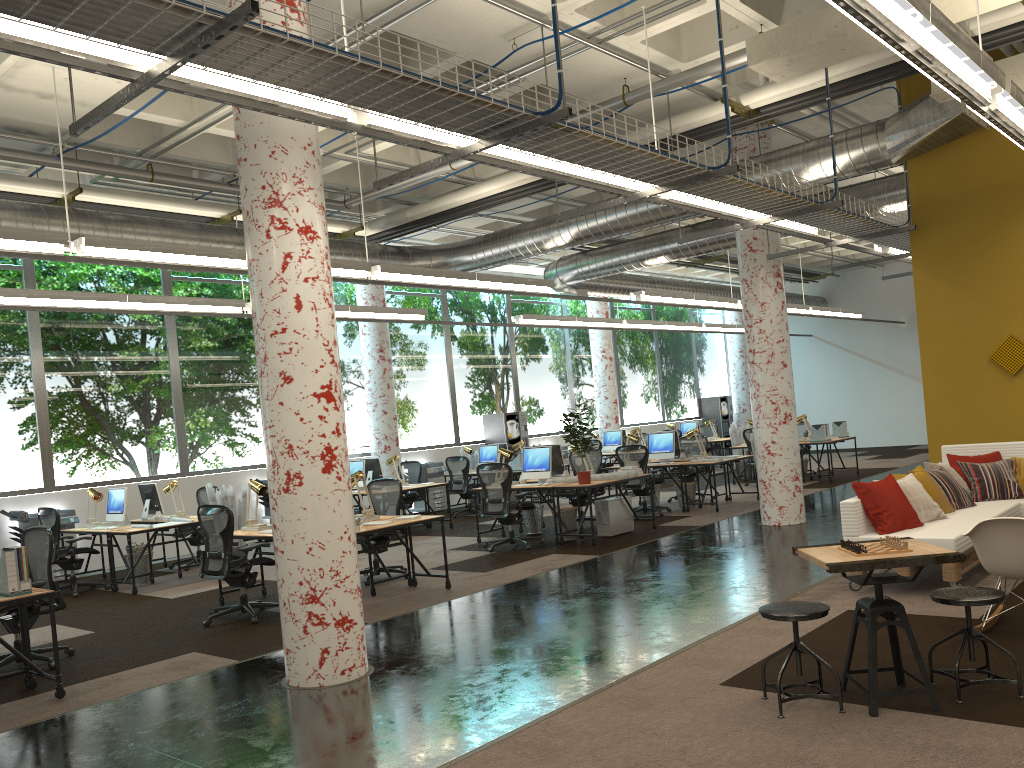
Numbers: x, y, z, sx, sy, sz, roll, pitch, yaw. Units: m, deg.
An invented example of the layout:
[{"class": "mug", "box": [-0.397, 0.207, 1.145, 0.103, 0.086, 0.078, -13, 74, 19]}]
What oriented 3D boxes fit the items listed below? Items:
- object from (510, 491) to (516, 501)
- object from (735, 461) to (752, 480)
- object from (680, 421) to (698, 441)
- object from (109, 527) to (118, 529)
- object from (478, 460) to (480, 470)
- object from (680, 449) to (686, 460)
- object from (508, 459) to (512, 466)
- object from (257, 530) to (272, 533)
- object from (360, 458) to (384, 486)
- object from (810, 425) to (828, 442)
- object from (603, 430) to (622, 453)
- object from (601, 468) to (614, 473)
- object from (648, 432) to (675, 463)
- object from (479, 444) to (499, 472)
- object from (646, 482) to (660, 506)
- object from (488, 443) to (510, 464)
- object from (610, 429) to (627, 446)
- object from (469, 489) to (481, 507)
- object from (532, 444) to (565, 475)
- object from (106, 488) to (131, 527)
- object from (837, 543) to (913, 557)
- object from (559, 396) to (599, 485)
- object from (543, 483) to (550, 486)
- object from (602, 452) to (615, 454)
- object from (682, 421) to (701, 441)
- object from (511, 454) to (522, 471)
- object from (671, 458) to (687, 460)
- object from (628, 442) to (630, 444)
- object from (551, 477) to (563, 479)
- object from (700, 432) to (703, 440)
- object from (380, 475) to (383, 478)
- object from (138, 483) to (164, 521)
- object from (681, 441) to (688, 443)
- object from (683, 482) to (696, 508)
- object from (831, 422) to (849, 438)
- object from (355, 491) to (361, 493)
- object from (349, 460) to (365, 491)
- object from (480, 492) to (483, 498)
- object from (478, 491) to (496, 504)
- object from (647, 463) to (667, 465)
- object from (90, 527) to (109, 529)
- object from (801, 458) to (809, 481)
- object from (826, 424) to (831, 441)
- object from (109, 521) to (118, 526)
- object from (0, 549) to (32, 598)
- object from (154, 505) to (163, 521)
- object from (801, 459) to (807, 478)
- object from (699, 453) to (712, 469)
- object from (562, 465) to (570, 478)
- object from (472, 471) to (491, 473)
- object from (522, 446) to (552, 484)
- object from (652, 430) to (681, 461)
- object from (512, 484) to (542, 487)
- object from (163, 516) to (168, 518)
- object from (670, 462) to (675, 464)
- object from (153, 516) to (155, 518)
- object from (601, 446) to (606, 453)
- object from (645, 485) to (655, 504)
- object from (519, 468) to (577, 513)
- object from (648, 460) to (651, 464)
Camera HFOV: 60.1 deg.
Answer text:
[{"class": "object", "box": [-0.070, 2.084, 16.178, 0.359, 0.435, 0.352, -6, -1, 38]}, {"class": "object", "box": [4.747, 1.757, 18.094, 0.353, 0.398, 0.353, -5, -1, -4]}, {"class": "object", "box": [4.360, 1.178, 21.777, 0.485, 0.485, 0.189, -6, -1, 41]}, {"class": "object", "box": [-4.871, 1.756, 10.815, 0.059, 0.029, 0.106, -7, -3, 42]}, {"class": "object", "box": [-0.610, 1.540, 16.630, 0.101, 0.209, 0.101, -5, 0, -4]}, {"class": "object", "box": [2.738, 1.121, 14.211, 0.101, 0.209, 0.101, -5, 0, -4]}, {"class": "object", "box": [-0.032, 1.488, 16.661, 0.101, 0.209, 0.101, -5, 0, -4]}, {"class": "object", "box": [-2.280, 1.419, 8.514, 0.440, 0.017, 0.118, -8, -3, 41]}, {"class": "object", "box": [-2.318, 1.465, 14.589, 0.485, 0.485, 0.189, -6, -1, 41]}, {"class": "object", "box": [5.561, 0.899, 16.073, 0.281, 0.302, 0.150, -6, -1, 41]}, {"class": "object", "box": [2.218, 1.265, 19.344, 0.485, 0.485, 0.189, -6, -1, 41]}, {"class": "object", "box": [2.169, 2.057, 20.106, 0.359, 0.435, 0.352, -6, -1, 38]}, {"class": "object", "box": [2.359, 1.003, 13.910, 0.485, 0.485, 0.189, -6, -1, 41]}, {"class": "object", "box": [-0.597, 1.760, 16.560, 1.080, 1.209, 0.190, -6, 0, 42]}, {"class": "object", "box": [2.310, 1.796, 14.671, 0.359, 0.435, 0.352, -6, -1, 38]}, {"class": "object", "box": [-0.257, 1.382, 16.929, 0.485, 0.485, 0.189, -6, -1, 41]}, {"class": "object", "box": [2.371, 1.276, 19.914, 0.485, 0.485, 0.189, -6, -1, 41]}, {"class": "object", "box": [-0.720, 2.240, 17.629, 0.352, 0.398, 0.354, -5, -1, -29]}, {"class": "object", "box": [0.494, 1.070, 12.088, 0.485, 0.485, 0.189, -6, -1, 41]}, {"class": "object", "box": [-4.966, 1.554, 11.186, 0.485, 0.485, 0.189, -6, -1, 41]}, {"class": "object", "box": [1.817, 0.830, 4.447, 0.273, 0.012, 0.273, -5, -3, 1]}, {"class": "object", "box": [0.812, 0.685, 10.774, 0.515, 1.078, 0.438, -5, 0, 32]}, {"class": "object", "box": [0.436, 1.260, 11.148, 0.059, 0.029, 0.106, -7, -3, 42]}, {"class": "object", "box": [2.074, 1.505, 19.197, 0.440, 0.017, 0.118, -8, -3, 41]}, {"class": "object", "box": [4.513, 1.190, 22.346, 0.485, 0.485, 0.189, -6, -1, 41]}, {"class": "object", "box": [0.094, 1.382, 15.608, 0.281, 0.302, 0.150, -6, -1, 41]}, {"class": "object", "box": [2.700, 1.239, 14.630, 0.440, 0.017, 0.118, -8, -3, 41]}, {"class": "object", "box": [2.596, 1.382, 19.646, 0.101, 0.209, 0.101, -5, 0, -4]}, {"class": "object", "box": [0.682, 1.294, 12.239, 0.440, 0.017, 0.118, -8, -3, 41]}, {"class": "object", "box": [4.739, 1.296, 22.078, 0.101, 0.209, 0.101, -5, 0, -4]}, {"class": "object", "box": [-2.092, 1.571, 14.321, 0.101, 0.209, 0.101, -5, 0, -4]}, {"class": "object", "box": [-4.813, 1.566, 11.755, 0.485, 0.485, 0.189, -6, -1, 41]}, {"class": "object", "box": [4.216, 1.419, 21.629, 0.440, 0.017, 0.118, -8, -3, 41]}, {"class": "object", "box": [2.756, 1.728, 13.784, 0.236, 0.403, 0.119, -6, 0, 42]}, {"class": "object", "box": [6.228, 0.872, 16.831, 0.281, 0.302, 0.150, -6, -1, 41]}, {"class": "object", "box": [-2.376, 1.655, 13.649, 0.059, 0.029, 0.106, -7, -3, 42]}, {"class": "object", "box": [-2.471, 1.453, 14.020, 0.485, 0.485, 0.189, -6, -1, 41]}, {"class": "object", "box": [-0.514, 2.179, 17.066, 0.236, 0.403, 0.119, -6, 0, 42]}, {"class": "object", "box": [-0.462, 2.163, 17.122, 0.352, 0.435, 0.369, -5, -1, -13]}, {"class": "object", "box": [2.215, 1.244, 13.762, 0.440, 0.017, 0.118, -8, -3, 41]}, {"class": "object", "box": [-5.111, 1.795, 11.038, 0.440, 0.017, 0.118, -8, -3, 41]}, {"class": "object", "box": [5.397, 1.602, 16.643, 0.359, 0.435, 0.352, -6, -1, 38]}, {"class": "object", "box": [5.659, 0.895, 16.184, 0.281, 0.302, 0.150, -6, -1, 41]}, {"class": "object", "box": [-5.166, 1.723, 11.456, 0.101, 0.209, 0.101, -5, 0, -4]}, {"class": "object", "box": [-3.364, 1.259, 5.938, 0.281, 0.302, 0.150, -6, -1, 41]}, {"class": "object", "box": [-4.588, 1.672, 11.487, 0.101, 0.209, 0.101, -5, 0, -4]}, {"class": "object", "box": [5.454, 1.612, 16.699, 0.236, 0.403, 0.119, -6, 0, 42]}, {"class": "object", "box": [4.700, 1.892, 21.596, 0.359, 0.435, 0.352, -6, -1, 38]}, {"class": "object", "box": [0.720, 1.176, 11.820, 0.101, 0.209, 0.101, -5, 0, -4]}, {"class": "object", "box": [-0.555, 1.611, 16.212, 0.440, 0.017, 0.118, -8, -3, 41]}, {"class": "object", "box": [0.341, 1.058, 11.519, 0.485, 0.485, 0.189, -6, -1, 41]}, {"class": "object", "box": [2.512, 1.015, 14.479, 0.485, 0.485, 0.189, -6, -1, 41]}, {"class": "object", "box": [0.197, 1.299, 11.371, 0.440, 0.017, 0.118, -8, -3, 41]}, {"class": "object", "box": [-4.626, 1.790, 11.906, 0.440, 0.017, 0.118, -8, -3, 41]}, {"class": "object", "box": [2.454, 1.205, 13.539, 0.059, 0.029, 0.106, -7, -3, 42]}, {"class": "object", "box": [-4.867, 1.815, 12.129, 0.059, 0.029, 0.106, -7, -3, 42]}, {"class": "object", "box": [2.018, 1.434, 19.614, 0.101, 0.209, 0.101, -5, 0, -4]}, {"class": "object", "box": [2.255, 1.812, 14.616, 0.236, 0.403, 0.119, -6, 0, 42]}, {"class": "object", "box": [0.472, 1.551, 11.570, 0.850, 0.933, 0.104, -6, 0, 37]}, {"class": "object", "box": [2.159, 1.173, 14.180, 0.101, 0.209, 0.101, -5, 0, -4]}]
